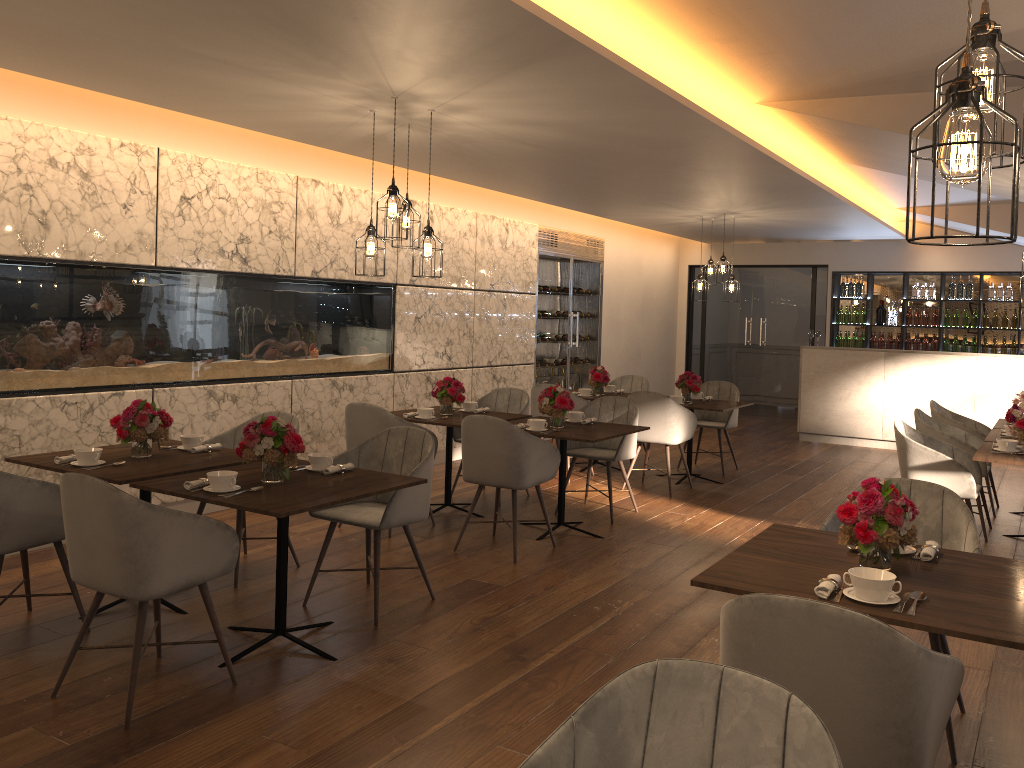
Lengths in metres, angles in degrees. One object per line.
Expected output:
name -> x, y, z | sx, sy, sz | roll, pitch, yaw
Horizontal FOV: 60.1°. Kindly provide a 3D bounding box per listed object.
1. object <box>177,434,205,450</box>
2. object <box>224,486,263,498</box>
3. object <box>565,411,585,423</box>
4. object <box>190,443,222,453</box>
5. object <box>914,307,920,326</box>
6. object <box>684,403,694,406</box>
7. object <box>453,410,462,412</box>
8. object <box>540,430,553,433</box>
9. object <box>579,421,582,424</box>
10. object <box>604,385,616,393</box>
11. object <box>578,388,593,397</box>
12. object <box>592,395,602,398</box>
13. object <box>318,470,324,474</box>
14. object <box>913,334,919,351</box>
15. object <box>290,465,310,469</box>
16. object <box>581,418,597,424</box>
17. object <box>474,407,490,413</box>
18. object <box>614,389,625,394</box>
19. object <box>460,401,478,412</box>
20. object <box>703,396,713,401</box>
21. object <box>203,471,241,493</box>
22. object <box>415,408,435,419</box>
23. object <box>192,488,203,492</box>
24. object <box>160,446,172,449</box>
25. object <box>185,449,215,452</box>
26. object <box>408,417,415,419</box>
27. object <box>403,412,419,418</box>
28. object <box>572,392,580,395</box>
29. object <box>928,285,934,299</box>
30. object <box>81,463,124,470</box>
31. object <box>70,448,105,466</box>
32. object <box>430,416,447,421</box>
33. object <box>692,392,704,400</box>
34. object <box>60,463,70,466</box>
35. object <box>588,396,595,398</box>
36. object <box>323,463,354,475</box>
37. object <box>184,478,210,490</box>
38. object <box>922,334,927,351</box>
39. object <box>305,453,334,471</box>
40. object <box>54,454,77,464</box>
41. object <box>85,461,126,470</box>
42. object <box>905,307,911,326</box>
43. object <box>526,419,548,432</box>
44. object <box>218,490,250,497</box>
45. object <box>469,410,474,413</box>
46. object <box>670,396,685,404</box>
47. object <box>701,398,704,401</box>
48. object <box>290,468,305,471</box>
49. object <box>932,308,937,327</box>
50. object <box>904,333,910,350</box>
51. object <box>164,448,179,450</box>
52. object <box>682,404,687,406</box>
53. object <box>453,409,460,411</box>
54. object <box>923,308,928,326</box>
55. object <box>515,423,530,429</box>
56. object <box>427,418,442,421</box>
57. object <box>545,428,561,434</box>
object -> -1.681, 0.308, 4.652 | 0.148, 0.072, 0.148 | 2, 4, 9
object -> -1.084, 0.438, 3.591 | 0.043, 0.015, 0.197 | 4, 5, 28
object -> 0.453, 0.239, 6.359 | 0.148, 0.072, 0.148 | 1, 4, -16
object -> -1.584, 0.332, 4.593 | 0.056, 0.039, 0.176 | 4, 5, 32
object -> 5.568, -0.927, 12.174 | 0.065, 0.261, 0.066 | 2, 1, 10
object -> 1.583, 0.180, 7.906 | 0.043, 0.015, 0.197 | 4, 5, 28
object -> -0.409, 0.208, 6.861 | 0.022, 0.004, 0.211 | 4, 5, 31
object -> 0.243, 0.310, 5.805 | 0.022, 0.004, 0.211 | 4, 5, 31
object -> 0.515, 0.268, 6.310 | 0.025, 0.024, 0.193 | 3, 5, 32
object -> 0.986, 0.050, 8.967 | 0.148, 0.072, 0.148 | -1, 5, -36
object -> 0.696, 0.084, 8.431 | 0.148, 0.072, 0.148 | 1, 4, -16
object -> 0.795, 0.118, 8.392 | 0.043, 0.015, 0.197 | 5, 5, 35
object -> -0.838, 0.399, 4.120 | 0.025, 0.024, 0.193 | 3, 5, 32
object -> 5.557, -0.565, 12.181 | 0.065, 0.261, 0.066 | 2, 1, 10
object -> -1.007, 0.391, 4.213 | 0.043, 0.015, 0.197 | 4, 5, 28
object -> 0.550, 0.263, 6.300 | 0.056, 0.039, 0.176 | 4, 5, 32
object -> -0.231, 0.202, 6.783 | 0.056, 0.039, 0.176 | 4, 5, 32
object -> 1.082, 0.075, 8.908 | 0.056, 0.039, 0.176 | 4, 5, 32
object -> -0.328, 0.177, 6.842 | 0.148, 0.072, 0.148 | 1, 4, -16
object -> 1.863, 0.136, 8.425 | 0.056, 0.039, 0.176 | 4, 5, 32
object -> -1.189, 0.402, 3.633 | 0.148, 0.072, 0.148 | 2, 4, 9
object -> -0.617, 0.210, 6.305 | 0.148, 0.072, 0.148 | 1, 4, -16
object -> -1.252, 0.421, 3.683 | 0.025, 0.024, 0.193 | 3, 5, 32
object -> -1.788, 0.330, 4.696 | 0.043, 0.015, 0.197 | 4, 5, 28
object -> -1.619, 0.337, 4.603 | 0.025, 0.024, 0.193 | 3, 5, 32
object -> -0.681, 0.228, 6.355 | 0.025, 0.024, 0.193 | 3, 5, 32
object -> -0.715, 0.220, 6.365 | 0.056, 0.039, 0.176 | 4, 5, 32
object -> 0.599, 0.093, 8.491 | 0.056, 0.039, 0.176 | 4, 5, 32
object -> 5.704, -1.248, 12.053 | 0.070, 0.190, 0.041 | 3, 2, 31
object -> -1.891, 0.379, 4.098 | 0.022, 0.004, 0.211 | 4, 5, 31
object -> -1.970, 0.341, 4.116 | 0.148, 0.072, 0.148 | 2, 4, 9
object -> -0.512, 0.246, 6.263 | 0.043, 0.015, 0.197 | 4, 5, 28
object -> 1.767, 0.112, 8.485 | 0.148, 0.072, 0.148 | -1, 5, -36
object -> -2.034, 0.359, 4.166 | 0.025, 0.024, 0.193 | 3, 5, 32
object -> 0.775, 0.122, 8.413 | 0.022, 0.004, 0.211 | 4, 5, 31
object -> -0.803, 0.394, 4.110 | 0.056, 0.039, 0.176 | 4, 5, 32
object -> -1.287, 0.412, 3.693 | 0.056, 0.039, 0.176 | 4, 5, 32
object -> 5.651, -0.557, 12.123 | 0.065, 0.261, 0.066 | 2, 1, 10
object -> -0.900, 0.369, 4.170 | 0.148, 0.072, 0.148 | 2, 4, 9
object -> -2.068, 0.350, 4.176 | 0.056, 0.039, 0.176 | 4, 5, 32
object -> -1.871, 0.376, 4.077 | 0.043, 0.015, 0.197 | 5, 5, 35
object -> 5.474, -0.934, 12.232 | 0.065, 0.261, 0.066 | 2, 1, 10
object -> 0.164, 0.272, 5.823 | 0.148, 0.072, 0.148 | 1, 4, -16
object -> -1.110, 0.441, 3.615 | 0.022, 0.004, 0.211 | 4, 5, 31
object -> -0.266, 0.207, 6.793 | 0.025, 0.024, 0.193 | 3, 5, 32
object -> 1.477, 0.145, 7.948 | 0.148, 0.072, 0.148 | 1, 4, -16
object -> 1.829, 0.141, 8.436 | 0.025, 0.024, 0.193 | 3, 5, 32
object -> -0.981, 0.400, 4.189 | 0.022, 0.004, 0.211 | 4, 5, 31
object -> 5.756, -0.912, 12.058 | 0.065, 0.261, 0.066 | 2, 1, 10
object -> 5.463, -0.572, 12.239 | 0.065, 0.261, 0.066 | 2, 1, 10
object -> -1.762, 0.338, 4.672 | 0.022, 0.004, 0.211 | 4, 5, 31
object -> 1.556, 0.183, 7.930 | 0.022, 0.004, 0.211 | 4, 5, 31
object -> -0.435, 0.199, 6.885 | 0.043, 0.015, 0.197 | 4, 5, 28
object -> 5.662, -0.919, 12.116 | 0.065, 0.261, 0.066 | 2, 1, 10
object -> 0.066, 0.281, 5.883 | 0.056, 0.039, 0.176 | 4, 5, 32
object -> -0.538, 0.249, 6.287 | 0.022, 0.004, 0.211 | 4, 5, 31
object -> 0.269, 0.307, 5.780 | 0.043, 0.015, 0.197 | 4, 5, 28
